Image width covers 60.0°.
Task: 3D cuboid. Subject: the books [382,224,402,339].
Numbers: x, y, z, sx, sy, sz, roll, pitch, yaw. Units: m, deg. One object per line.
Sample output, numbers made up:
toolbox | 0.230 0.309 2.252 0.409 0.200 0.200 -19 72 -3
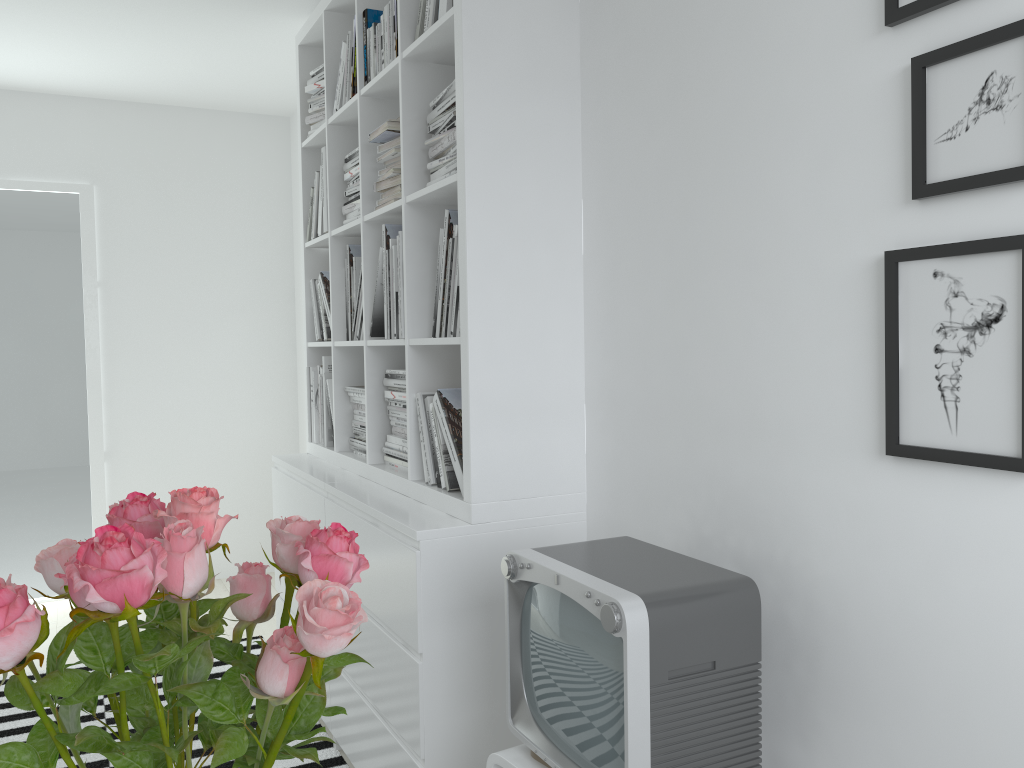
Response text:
books | -0.291 -0.298 2.602 0.176 0.331 0.025 -2 3 -26

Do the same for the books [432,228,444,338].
books | -0.123 -0.261 2.322 0.159 0.278 0.085 -2 3 -26

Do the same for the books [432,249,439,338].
books | -0.127 -0.245 2.341 0.161 0.248 0.077 -2 3 -26

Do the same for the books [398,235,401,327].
books | -0.232 -0.274 2.517 0.182 0.288 0.016 -2 3 -26

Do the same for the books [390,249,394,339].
books | -0.272 -0.258 2.551 0.161 0.254 0.012 -2 3 -26

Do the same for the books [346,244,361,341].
books | -0.481 -0.312 3.066 0.176 0.331 0.025 -2 3 -26

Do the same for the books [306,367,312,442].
books | -0.700 0.076 3.432 0.182 0.288 0.016 -2 3 -26

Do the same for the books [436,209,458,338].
books | -0.103 -0.282 2.302 0.176 0.325 0.109 -2 3 -26

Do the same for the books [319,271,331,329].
books | -0.583 -0.283 3.197 0.176 0.255 0.226 -2 3 -26

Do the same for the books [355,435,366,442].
books | -0.410 0.183 2.963 0.161 0.013 0.254 -2 3 -26

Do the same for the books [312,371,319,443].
books | -0.675 0.084 3.406 0.174 0.273 0.021 -2 3 -26

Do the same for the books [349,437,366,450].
books | -0.416 0.200 2.975 0.176 0.025 0.331 -2 3 -26

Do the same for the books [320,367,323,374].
books | -0.632 0.078 3.358 0.182 0.288 0.016 -2 3 -26

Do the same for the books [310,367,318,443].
books | -0.684 0.076 3.422 0.182 0.288 0.016 -2 3 -26

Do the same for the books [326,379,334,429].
books | -0.570 0.099 3.184 0.161 0.235 0.118 -2 3 -26

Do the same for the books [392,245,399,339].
books | -0.258 -0.262 2.541 0.167 0.263 0.017 -2 3 -26

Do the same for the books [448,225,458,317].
books | -0.078 -0.258 2.254 0.159 0.278 0.085 -2 3 -26

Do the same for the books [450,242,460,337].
books | -0.065 -0.246 2.232 0.167 0.258 0.085 -2 3 -26

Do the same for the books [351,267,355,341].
books | -0.473 -0.274 3.051 0.161 0.254 0.013 -2 3 -26

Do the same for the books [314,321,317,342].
books | -0.672 -0.283 3.389 0.172 0.239 0.093 -2 3 -26

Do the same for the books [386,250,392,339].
books | -0.285 -0.259 2.572 0.161 0.256 0.013 -2 3 -26

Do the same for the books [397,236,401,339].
books | -0.238 -0.275 2.531 0.182 0.288 0.016 -2 3 -26

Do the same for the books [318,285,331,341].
books | -0.617 -0.264 3.257 0.161 0.213 0.118 -2 3 -26

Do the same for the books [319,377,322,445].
books | -0.638 0.097 3.320 0.161 0.254 0.012 -2 3 -26

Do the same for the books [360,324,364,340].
books | -0.395 -0.270 2.929 0.182 0.257 0.158 -2 3 -26

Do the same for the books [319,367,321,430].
books | -0.640 0.078 3.372 0.182 0.288 0.016 -2 3 -26

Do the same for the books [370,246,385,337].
books | -0.334 -0.274 2.668 0.159 0.263 0.131 -2 3 -26

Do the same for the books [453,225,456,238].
books | -0.077 -0.261 2.285 0.182 0.282 0.090 -2 3 -26

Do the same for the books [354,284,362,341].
books | -0.434 -0.257 2.960 0.161 0.226 0.137 -2 3 -26

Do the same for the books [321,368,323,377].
books | -0.627 0.082 3.311 0.159 0.285 0.012 -2 3 -26

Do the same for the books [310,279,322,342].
books | -0.662 -0.279 3.346 0.172 0.235 0.112 -2 3 -26

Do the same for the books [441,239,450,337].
books | -0.098 -0.245 2.296 0.161 0.248 0.078 -2 3 -26

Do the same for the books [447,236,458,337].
books | -0.080 -0.242 2.244 0.161 0.248 0.077 -2 3 -26

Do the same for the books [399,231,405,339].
books | -0.220 -0.270 2.432 0.182 0.288 0.016 -2 3 -26

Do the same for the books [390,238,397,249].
books | -0.272 -0.274 2.564 0.159 0.285 0.012 -2 3 -26

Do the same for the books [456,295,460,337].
books | -0.043 -0.258 2.220 0.182 0.282 0.090 -2 3 -26

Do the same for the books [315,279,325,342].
books | -0.646 -0.276 3.318 0.152 0.232 0.104 -2 3 -26

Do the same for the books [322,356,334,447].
books | -0.608 0.061 3.271 0.176 0.331 0.025 -2 3 -26

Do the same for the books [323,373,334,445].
books | -0.582 0.090 3.199 0.159 0.263 0.131 -2 3 -26

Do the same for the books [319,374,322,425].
books | -0.637 0.092 3.337 0.167 0.263 0.017 -2 3 -26

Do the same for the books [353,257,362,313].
books | -0.453 -0.289 3.045 0.182 0.288 0.016 -2 3 -26

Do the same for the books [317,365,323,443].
books | -0.650 0.074 3.392 0.180 0.296 0.028 -2 3 -26

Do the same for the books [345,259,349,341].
books | -0.498 -0.290 3.080 0.159 0.285 0.012 -2 3 -26

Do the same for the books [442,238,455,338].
books | -0.093 -0.243 2.265 0.161 0.249 0.078 -2 3 -26

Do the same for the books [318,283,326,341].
books | -0.629 -0.268 3.294 0.161 0.218 0.101 -2 3 -26

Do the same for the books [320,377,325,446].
books | -0.629 0.097 3.297 0.161 0.256 0.013 -2 3 -26
